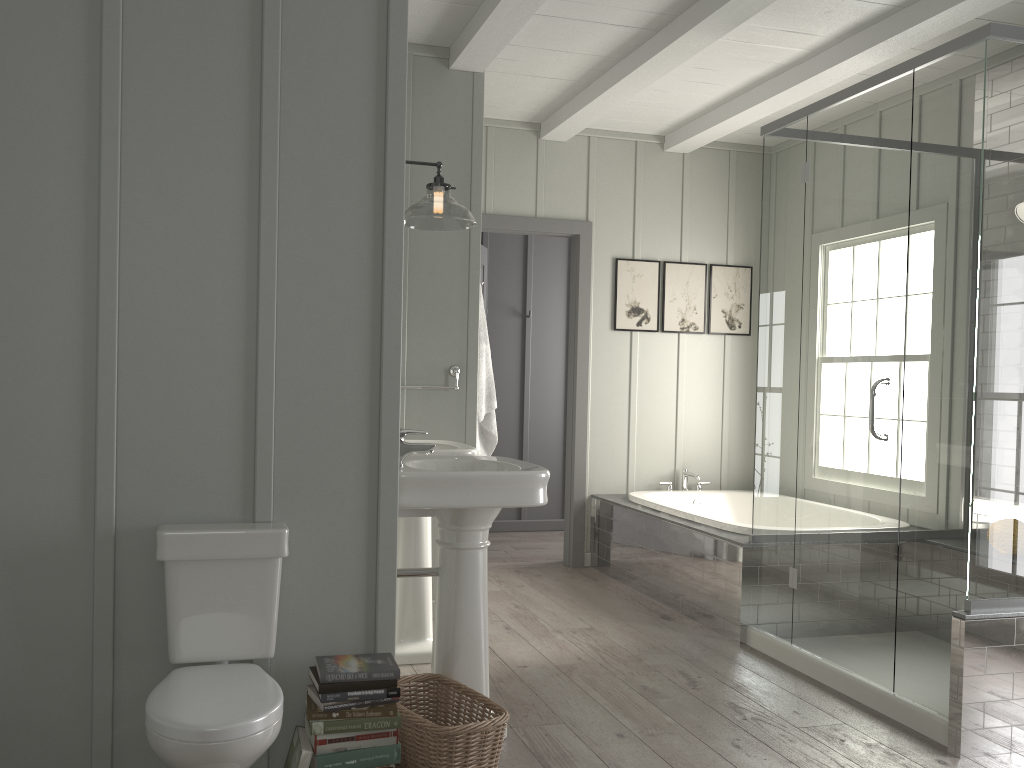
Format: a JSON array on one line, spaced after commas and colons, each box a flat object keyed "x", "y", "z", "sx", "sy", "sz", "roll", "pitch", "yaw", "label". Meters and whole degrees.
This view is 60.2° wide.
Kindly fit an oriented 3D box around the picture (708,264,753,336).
[{"x": 1.448, "y": -0.555, "z": 5.857, "sx": 0.308, "sy": 0.461, "sz": 0.012, "roll": 1, "pitch": 1, "yaw": -15, "label": "picture"}]

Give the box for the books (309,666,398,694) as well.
[{"x": -0.424, "y": 0.778, "z": 2.348, "sx": 0.203, "sy": 0.024, "sz": 0.153, "roll": 1, "pitch": 0, "yaw": -20, "label": "books"}]

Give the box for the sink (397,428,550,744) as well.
[{"x": -0.207, "y": 0.657, "z": 2.975, "sx": 0.557, "sy": 1.014, "sz": 0.579, "roll": 1, "pitch": 1, "yaw": -17, "label": "sink"}]

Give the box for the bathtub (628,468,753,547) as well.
[{"x": 1.362, "y": 0.801, "z": 5.036, "sx": 1.030, "sy": 0.490, "sz": 1.588, "roll": 1, "pitch": 0, "yaw": -17, "label": "bathtub"}]

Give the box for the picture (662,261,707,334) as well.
[{"x": 1.127, "y": -0.562, "z": 5.771, "sx": 0.308, "sy": 0.461, "sz": 0.012, "roll": 1, "pitch": 1, "yaw": -15, "label": "picture"}]

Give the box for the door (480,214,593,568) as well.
[{"x": 0.693, "y": 0.090, "z": 2.401, "sx": 4.184, "sy": 2.197, "sz": 7.917, "roll": 1, "pitch": 0, "yaw": -18, "label": "door"}]

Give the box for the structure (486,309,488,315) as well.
[{"x": -0.215, "y": -0.548, "z": 6.793, "sx": 0.019, "sy": 0.051, "sz": 0.138, "roll": 1, "pitch": 0, "yaw": -18, "label": "structure"}]

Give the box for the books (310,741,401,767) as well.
[{"x": -0.432, "y": 0.972, "z": 2.356, "sx": 0.222, "sy": 0.053, "sz": 0.163, "roll": 1, "pitch": 0, "yaw": -26, "label": "books"}]

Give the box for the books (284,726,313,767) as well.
[{"x": -0.577, "y": 1.045, "z": 2.317, "sx": 0.090, "sy": 0.235, "sz": 0.173, "roll": 1, "pitch": 1, "yaw": -18, "label": "books"}]

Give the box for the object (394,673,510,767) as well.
[{"x": -0.226, "y": 1.056, "z": 2.674, "sx": 0.282, "sy": 0.220, "sz": 0.480, "roll": 1, "pitch": 1, "yaw": -36, "label": "object"}]

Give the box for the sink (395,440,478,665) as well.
[{"x": -0.468, "y": 0.648, "z": 3.759, "sx": 0.557, "sy": 1.014, "sz": 0.579, "roll": 1, "pitch": 1, "yaw": -17, "label": "sink"}]

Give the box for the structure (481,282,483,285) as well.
[{"x": -0.186, "y": -0.512, "z": 4.536, "sx": 0.078, "sy": 0.056, "sz": 0.057, "roll": 1, "pitch": 1, "yaw": -16, "label": "structure"}]

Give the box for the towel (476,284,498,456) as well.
[{"x": -0.147, "y": 0.086, "z": 4.570, "sx": 0.159, "sy": 1.204, "sz": 0.323, "roll": 1, "pitch": 1, "yaw": -13, "label": "towel"}]

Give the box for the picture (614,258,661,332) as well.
[{"x": 0.806, "y": -0.569, "z": 5.685, "sx": 0.308, "sy": 0.461, "sz": 0.012, "roll": 1, "pitch": 1, "yaw": -15, "label": "picture"}]

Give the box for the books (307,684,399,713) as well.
[{"x": -0.425, "y": 0.827, "z": 2.361, "sx": 0.201, "sy": 0.025, "sz": 0.154, "roll": 1, "pitch": 0, "yaw": -27, "label": "books"}]

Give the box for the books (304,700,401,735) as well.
[{"x": -0.427, "y": 0.878, "z": 2.354, "sx": 0.231, "sy": 0.032, "sz": 0.173, "roll": 1, "pitch": 0, "yaw": -16, "label": "books"}]

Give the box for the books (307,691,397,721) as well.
[{"x": -0.428, "y": 0.851, "z": 2.351, "sx": 0.230, "sy": 0.024, "sz": 0.150, "roll": 1, "pitch": 0, "yaw": -10, "label": "books"}]

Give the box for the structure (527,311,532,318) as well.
[{"x": 0.123, "y": -0.540, "z": 6.892, "sx": 0.019, "sy": 0.051, "sz": 0.138, "roll": 1, "pitch": 0, "yaw": -18, "label": "structure"}]

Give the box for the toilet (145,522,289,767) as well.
[{"x": -0.699, "y": 0.765, "z": 2.122, "sx": 0.326, "sy": 0.787, "sz": 0.534, "roll": 1, "pitch": 1, "yaw": -17, "label": "toilet"}]

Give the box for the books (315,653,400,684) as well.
[{"x": -0.412, "y": 0.754, "z": 2.350, "sx": 0.204, "sy": 0.024, "sz": 0.152, "roll": 1, "pitch": 0, "yaw": -15, "label": "books"}]

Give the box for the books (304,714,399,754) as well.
[{"x": -0.432, "y": 0.920, "z": 2.360, "sx": 0.218, "sy": 0.052, "sz": 0.159, "roll": 1, "pitch": 0, "yaw": -21, "label": "books"}]

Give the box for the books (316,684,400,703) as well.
[{"x": -0.414, "y": 0.803, "z": 2.351, "sx": 0.203, "sy": 0.024, "sz": 0.152, "roll": 1, "pitch": 0, "yaw": -17, "label": "books"}]

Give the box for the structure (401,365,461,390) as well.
[{"x": -0.532, "y": -0.036, "z": 4.249, "sx": 0.592, "sy": 0.123, "sz": 0.055, "roll": 1, "pitch": 1, "yaw": -15, "label": "structure"}]

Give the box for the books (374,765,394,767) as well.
[{"x": -0.431, "y": 1.011, "z": 2.352, "sx": 0.203, "sy": 0.024, "sz": 0.152, "roll": 1, "pitch": 0, "yaw": -16, "label": "books"}]
